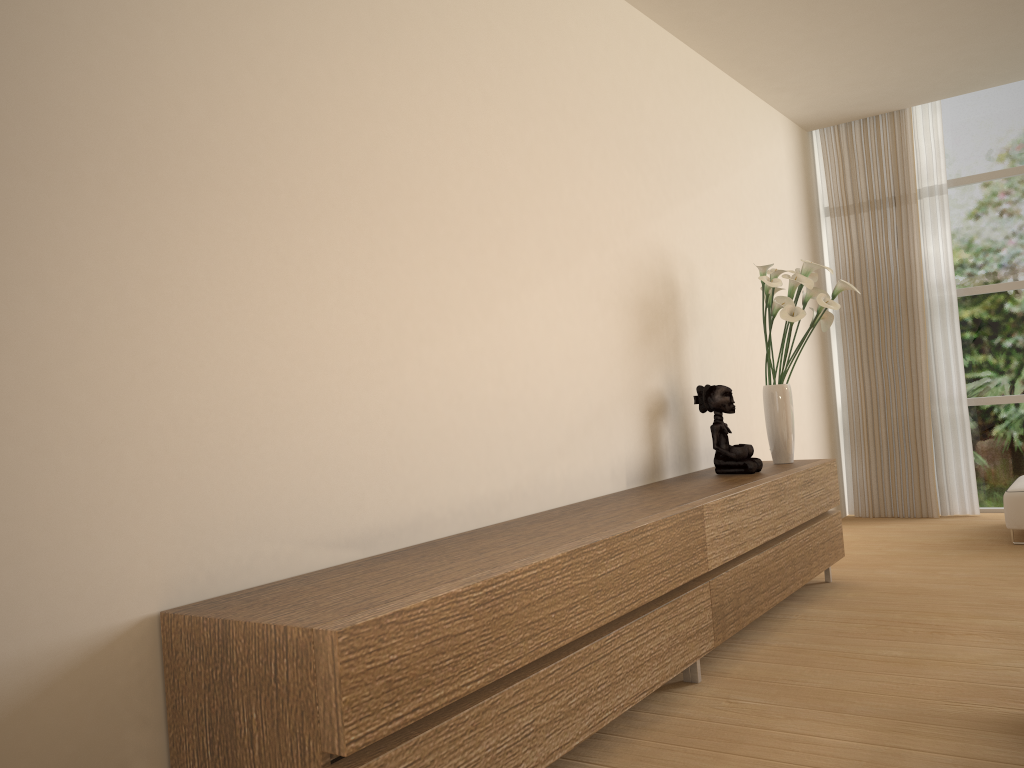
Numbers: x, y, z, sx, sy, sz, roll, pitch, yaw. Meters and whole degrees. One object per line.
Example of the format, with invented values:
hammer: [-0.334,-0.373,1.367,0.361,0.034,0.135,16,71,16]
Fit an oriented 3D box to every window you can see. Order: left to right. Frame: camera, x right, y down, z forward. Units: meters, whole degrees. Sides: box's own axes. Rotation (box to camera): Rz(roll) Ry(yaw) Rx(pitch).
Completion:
window: [4.639,-0.822,5.999,4.781,3.371,0.071,-6,-2,35]

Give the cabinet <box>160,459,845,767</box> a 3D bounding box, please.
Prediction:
cabinet: [0.491,0.799,3.437,0.588,0.662,3.713,-6,-2,35]

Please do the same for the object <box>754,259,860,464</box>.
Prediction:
object: [1.534,-0.129,4.693,0.515,1.085,0.608,-4,-2,-7]

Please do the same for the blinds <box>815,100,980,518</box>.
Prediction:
blinds: [2.934,-0.651,6.865,0.950,3.352,0.211,-6,-2,33]

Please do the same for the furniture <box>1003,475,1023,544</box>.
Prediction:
furniture: [3.664,0.760,5.537,0.965,0.346,0.964,-6,-2,35]

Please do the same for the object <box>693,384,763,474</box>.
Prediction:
object: [1.080,0.220,4.416,0.282,0.453,0.181,-6,-2,35]
